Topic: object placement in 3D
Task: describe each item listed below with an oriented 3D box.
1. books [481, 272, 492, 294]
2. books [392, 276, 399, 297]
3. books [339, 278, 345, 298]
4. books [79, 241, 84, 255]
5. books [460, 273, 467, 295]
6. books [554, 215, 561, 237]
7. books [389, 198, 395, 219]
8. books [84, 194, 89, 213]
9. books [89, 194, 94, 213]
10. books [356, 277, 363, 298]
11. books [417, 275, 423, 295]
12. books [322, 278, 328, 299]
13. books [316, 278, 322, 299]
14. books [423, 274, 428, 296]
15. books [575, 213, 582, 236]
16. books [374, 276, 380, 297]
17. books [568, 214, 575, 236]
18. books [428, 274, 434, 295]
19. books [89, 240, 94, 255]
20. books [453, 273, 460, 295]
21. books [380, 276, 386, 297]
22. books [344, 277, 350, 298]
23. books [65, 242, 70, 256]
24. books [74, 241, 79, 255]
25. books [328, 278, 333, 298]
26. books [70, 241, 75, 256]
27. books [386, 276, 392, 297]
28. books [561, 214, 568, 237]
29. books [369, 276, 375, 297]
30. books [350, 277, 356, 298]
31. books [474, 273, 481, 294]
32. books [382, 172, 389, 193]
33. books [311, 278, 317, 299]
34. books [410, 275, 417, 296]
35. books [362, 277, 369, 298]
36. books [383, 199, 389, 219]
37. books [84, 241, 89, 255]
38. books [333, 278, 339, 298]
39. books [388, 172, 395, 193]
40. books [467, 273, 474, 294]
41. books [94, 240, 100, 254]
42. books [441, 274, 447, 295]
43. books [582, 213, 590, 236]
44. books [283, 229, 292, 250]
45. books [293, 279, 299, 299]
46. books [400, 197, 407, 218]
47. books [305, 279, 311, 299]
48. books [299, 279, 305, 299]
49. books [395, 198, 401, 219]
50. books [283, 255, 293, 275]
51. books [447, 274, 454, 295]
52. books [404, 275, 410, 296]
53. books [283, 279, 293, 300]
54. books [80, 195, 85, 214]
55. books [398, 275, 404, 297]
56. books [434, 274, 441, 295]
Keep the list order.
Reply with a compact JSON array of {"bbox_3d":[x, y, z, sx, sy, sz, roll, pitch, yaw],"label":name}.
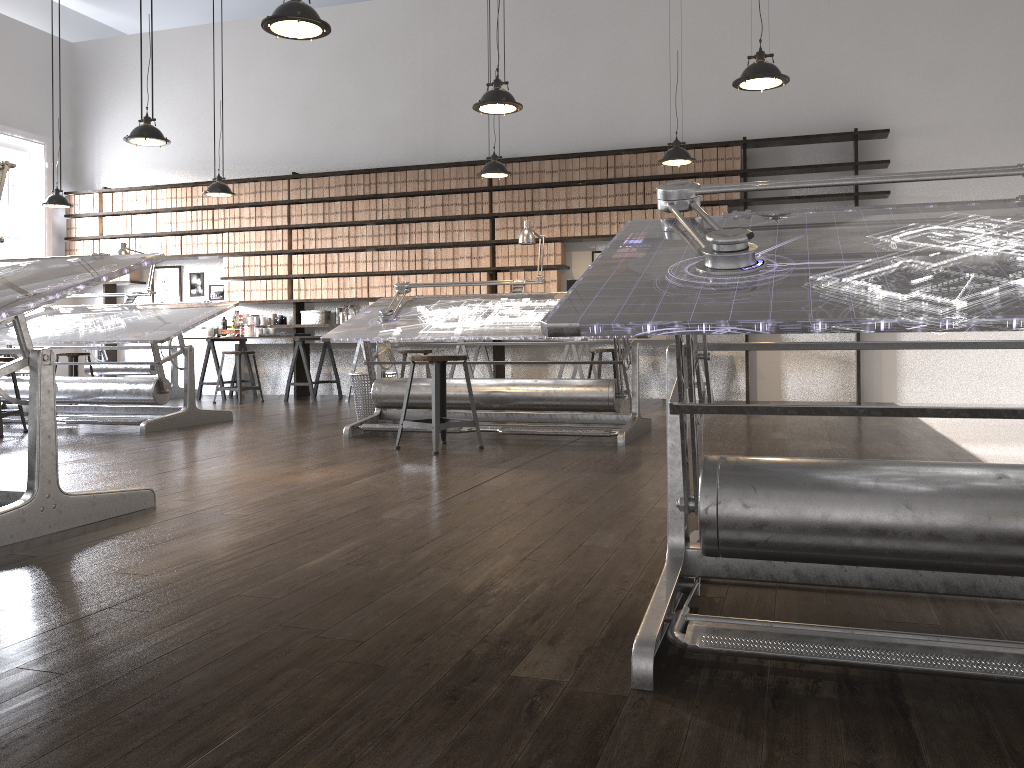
[{"bbox_3d":[-0.258,-1.028,9.097,0.066,0.225,0.174,-1,1,18],"label":"books"},{"bbox_3d":[-1.205,-1.033,9.403,0.066,0.225,0.174,-1,1,18],"label":"books"},{"bbox_3d":[-1.809,-1.037,9.601,0.066,0.225,0.174,-1,1,18],"label":"books"},{"bbox_3d":[-5.125,-1.604,10.670,0.066,0.225,0.174,-1,1,18],"label":"books"},{"bbox_3d":[-0.476,-1.029,9.165,0.067,0.226,0.174,-1,1,18],"label":"books"},{"bbox_3d":[0.475,-1.570,8.857,0.067,0.226,0.174,-1,1,18],"label":"books"},{"bbox_3d":[-1.237,-1.849,9.414,0.066,0.225,0.174,-1,1,18],"label":"books"},{"bbox_3d":[-5.049,-2.155,10.649,0.066,0.225,0.174,-1,1,18],"label":"books"},{"bbox_3d":[-4.983,-2.154,10.623,0.067,0.226,0.174,-1,1,18],"label":"books"},{"bbox_3d":[-1.606,-1.036,9.536,0.066,0.225,0.174,-1,1,18],"label":"books"},{"bbox_3d":[-0.936,-1.032,9.316,0.066,0.225,0.174,-1,1,18],"label":"books"},{"bbox_3d":[-1.997,-1.038,9.659,0.066,0.225,0.174,-1,1,18],"label":"books"},{"bbox_3d":[-2.067,-1.038,9.680,0.067,0.226,0.174,-1,1,18],"label":"books"},{"bbox_3d":[-0.876,-1.031,9.298,0.066,0.225,0.174,-1,1,18],"label":"books"},{"bbox_3d":[0.674,-1.569,8.794,0.066,0.225,0.174,-1,1,18],"label":"books"},{"bbox_3d":[-1.402,-1.035,9.468,0.066,0.225,0.174,-1,1,18],"label":"books"},{"bbox_3d":[0.608,-1.570,8.820,0.066,0.225,0.174,-1,1,18],"label":"books"},{"bbox_3d":[-0.814,-1.031,9.273,0.067,0.226,0.174,-1,1,18],"label":"books"},{"bbox_3d":[-4.986,-1.603,10.624,0.067,0.226,0.174,-1,1,18],"label":"books"},{"bbox_3d":[-0.545,-1.030,9.193,0.066,0.225,0.174,-1,1,18],"label":"books"},{"bbox_3d":[-1.344,-1.034,9.444,0.067,0.226,0.174,-1,1,18],"label":"books"},{"bbox_3d":[-1.741,-1.037,9.579,0.066,0.225,0.174,-1,1,18],"label":"books"},{"bbox_3d":[-5.324,-1.605,10.732,0.067,0.226,0.174,-1,1,18],"label":"books"},{"bbox_3d":[-5.191,-1.605,10.695,0.066,0.225,0.174,-1,1,18],"label":"books"},{"bbox_3d":[-1.937,-1.038,9.641,0.066,0.225,0.174,-1,1,18],"label":"books"},{"bbox_3d":[-5.258,-1.605,10.717,0.066,0.225,0.174,-1,1,18],"label":"books"},{"bbox_3d":[-1.275,-1.034,9.422,0.066,0.225,0.174,-1,1,18],"label":"books"},{"bbox_3d":[0.541,-1.570,8.842,0.066,0.225,0.174,-1,1,18],"label":"books"},{"bbox_3d":[-1.464,-1.035,9.490,0.066,0.225,0.174,-1,1,18],"label":"books"},{"bbox_3d":[-1.675,-1.036,9.554,0.066,0.225,0.174,-1,1,18],"label":"books"},{"bbox_3d":[-0.333,-1.028,9.119,0.067,0.226,0.174,-1,1,18],"label":"books"},{"bbox_3d":[-1.316,-2.127,9.436,0.066,0.225,0.174,-1,1,18],"label":"books"},{"bbox_3d":[-2.132,-1.039,9.705,0.066,0.225,0.174,-1,1,18],"label":"books"},{"bbox_3d":[-1.006,-1.032,9.337,0.067,0.226,0.174,-1,1,18],"label":"books"},{"bbox_3d":[-1.536,-1.035,9.508,0.067,0.226,0.174,-1,1,18],"label":"books"},{"bbox_3d":[-1.306,-1.850,9.434,0.067,0.226,0.174,-1,1,18],"label":"books"},{"bbox_3d":[-5.056,-1.604,10.652,0.066,0.225,0.174,-1,1,18],"label":"books"},{"bbox_3d":[-1.875,-1.037,9.616,0.067,0.226,0.174,-1,1,18],"label":"books"},{"bbox_3d":[-1.246,-2.127,9.417,0.066,0.225,0.174,-1,1,18],"label":"books"},{"bbox_3d":[-0.403,-1.029,9.147,0.066,0.225,0.174,-1,1,18],"label":"books"},{"bbox_3d":[-4.914,-1.603,10.606,0.066,0.225,0.174,-1,1,18],"label":"books"},{"bbox_3d":[-0.680,-1.030,9.236,0.066,0.225,0.174,-1,1,18],"label":"books"},{"bbox_3d":[0.743,-1.569,8.777,0.066,0.225,0.174,-1,1,18],"label":"books"},{"bbox_3d":[-2.464,-1.589,9.814,0.066,0.225,0.174,-1,1,18],"label":"books"},{"bbox_3d":[-2.336,-1.040,9.765,0.066,0.225,0.174,-1,1,18],"label":"books"},{"bbox_3d":[-1.114,-1.848,9.371,0.067,0.226,0.174,-1,1,18],"label":"books"},{"bbox_3d":[-2.198,-1.039,9.728,0.066,0.225,0.174,-1,1,18],"label":"books"},{"bbox_3d":[-2.266,-1.039,9.746,0.066,0.225,0.174,-1,1,18],"label":"books"},{"bbox_3d":[-1.176,-1.849,9.396,0.066,0.225,0.174,-1,1,18],"label":"books"},{"bbox_3d":[-2.461,-1.311,9.806,0.067,0.226,0.174,-1,1,18],"label":"books"},{"bbox_3d":[-0.614,-1.030,9.211,0.066,0.225,0.174,-1,1,18],"label":"books"},{"bbox_3d":[-1.071,-1.033,9.362,0.066,0.225,0.174,-1,1,18],"label":"books"},{"bbox_3d":[-2.462,-1.041,9.807,0.067,0.226,0.174,-1,1,18],"label":"books"},{"bbox_3d":[-5.114,-2.155,10.672,0.066,0.225,0.174,-1,1,18],"label":"books"},{"bbox_3d":[-1.137,-1.033,9.385,0.066,0.225,0.174,-1,1,18],"label":"books"},{"bbox_3d":[-0.748,-1.031,9.258,0.066,0.225,0.174,-1,1,18],"label":"books"}]
